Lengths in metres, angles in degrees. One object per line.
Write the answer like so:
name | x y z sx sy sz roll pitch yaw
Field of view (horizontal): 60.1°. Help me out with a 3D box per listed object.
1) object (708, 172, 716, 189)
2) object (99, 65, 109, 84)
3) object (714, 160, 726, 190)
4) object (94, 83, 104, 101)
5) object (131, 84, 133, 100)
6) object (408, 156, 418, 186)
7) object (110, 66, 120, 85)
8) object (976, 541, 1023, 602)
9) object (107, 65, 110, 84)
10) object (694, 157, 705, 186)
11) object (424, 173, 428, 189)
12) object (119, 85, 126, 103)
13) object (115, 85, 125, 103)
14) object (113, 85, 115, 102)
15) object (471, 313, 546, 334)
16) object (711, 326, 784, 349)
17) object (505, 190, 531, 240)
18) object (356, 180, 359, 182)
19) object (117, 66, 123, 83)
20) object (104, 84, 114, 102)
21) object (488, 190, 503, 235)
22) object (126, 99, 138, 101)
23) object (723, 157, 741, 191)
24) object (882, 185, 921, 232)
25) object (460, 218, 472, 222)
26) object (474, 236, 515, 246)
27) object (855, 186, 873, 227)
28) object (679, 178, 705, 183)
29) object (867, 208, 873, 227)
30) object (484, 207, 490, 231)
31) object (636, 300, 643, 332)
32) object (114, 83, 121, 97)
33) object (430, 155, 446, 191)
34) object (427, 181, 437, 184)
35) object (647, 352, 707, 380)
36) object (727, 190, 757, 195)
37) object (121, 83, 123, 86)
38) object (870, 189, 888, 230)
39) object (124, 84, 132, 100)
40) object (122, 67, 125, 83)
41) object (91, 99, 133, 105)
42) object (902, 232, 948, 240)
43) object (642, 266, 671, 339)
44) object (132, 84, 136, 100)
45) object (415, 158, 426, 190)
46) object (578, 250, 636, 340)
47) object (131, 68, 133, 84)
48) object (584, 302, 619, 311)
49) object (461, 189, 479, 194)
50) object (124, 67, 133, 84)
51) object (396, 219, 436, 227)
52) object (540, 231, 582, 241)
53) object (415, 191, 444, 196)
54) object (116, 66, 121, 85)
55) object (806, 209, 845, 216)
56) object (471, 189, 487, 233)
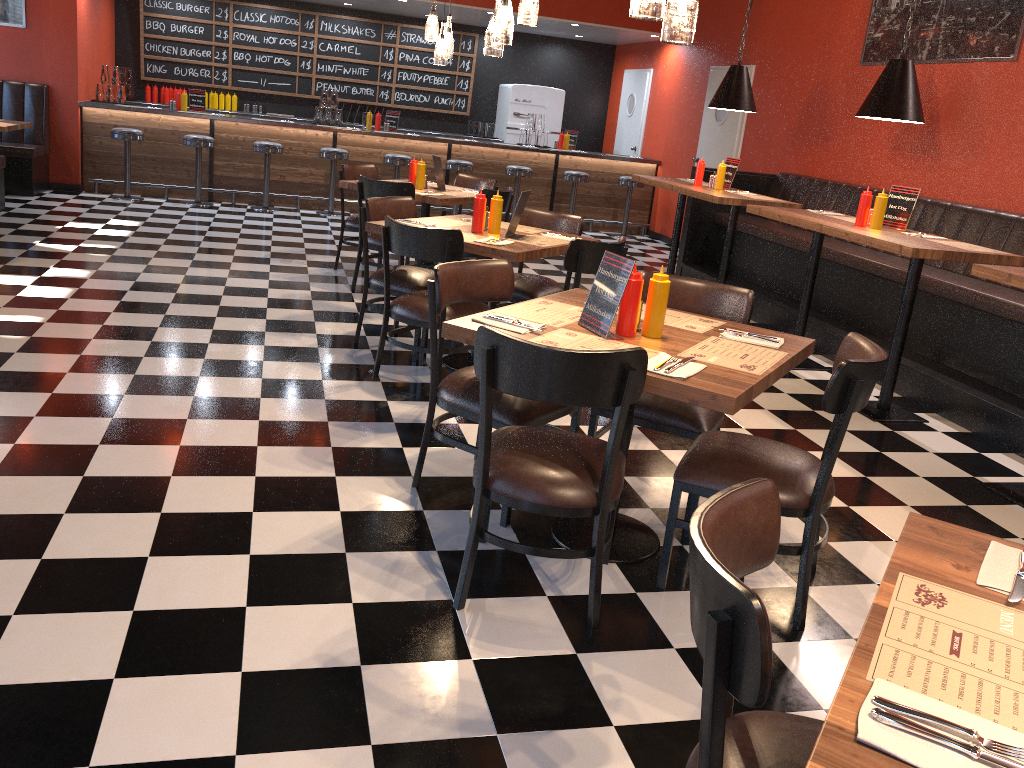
object | 1.659 -1.678 7.287 0.047 0.134 0.095 0 17 -24
object | -4.718 -3.577 10.237 0.105 0.206 0.106 -3 18 -30
object | 1.688 -1.691 7.164 0.068 0.235 0.068 -6 20 -39
object | -4.790 -3.380 10.277 0.105 0.206 0.106 -3 18 -30
object | -5.100 -3.886 11.793 0.105 0.206 0.106 -3 18 -30
object | -0.767 -1.647 6.882 0.068 0.235 0.068 14 17 26
object | -4.601 -3.569 10.257 0.105 0.206 0.106 -3 18 -30
object | 0.879 0.329 1.494 0.158 0.019 0.256 17 20 31
object | -4.744 -3.605 10.320 0.105 0.206 0.106 -3 18 -30
object | 1.556 -1.759 7.333 0.068 0.235 0.068 -6 20 -39
object | -0.687 -1.603 6.942 0.047 0.134 0.095 -1 17 -25
object | -4.601 -3.405 10.427 0.105 0.206 0.106 -3 18 -30
object | -4.562 -3.368 10.321 0.105 0.206 0.106 -3 18 -30
object | -4.715 -3.408 10.395 0.105 0.206 0.106 -3 18 -30
object | 0.009 -0.199 2.875 0.256 0.019 0.158 17 20 31
object | 0.810 -0.168 3.069 0.256 0.019 0.159 13 18 22
object | 0.033 -0.929 4.834 0.072 0.254 0.190 10 16 13
object | -1.074 -1.573 6.901 0.256 0.019 0.158 17 20 32
object | -5.168 -4.066 11.648 0.105 0.206 0.106 -3 18 -30
object | -4.682 -3.373 10.296 0.105 0.206 0.106 -3 18 -30
object | -0.088 -0.945 4.871 0.068 0.235 0.068 4 15 -10
object | -5.152 -3.788 11.783 0.272 0.018 0.442 2 18 -15
object | 1.791 -1.744 7.340 0.072 0.254 0.190 0 17 -23
object | 2.329 -1.060 5.335 0.072 0.254 0.190 -4 19 -35
object | -0.204 -0.993 5.352 0.158 0.019 0.256 17 20 30
object | -0.082 -0.749 4.612 0.158 0.019 0.257 13 18 21
object | 2.099 -1.057 5.275 0.068 0.235 0.068 8 15 4
object | 1.588 -1.832 7.947 0.255 0.019 0.159 1 18 -18
object | 2.179 -1.013 5.335 0.047 0.134 0.095 -1 17 -25
object | -0.145 -0.928 4.969 0.047 0.134 0.094 17 19 33
object | 0.407 -0.252 2.997 0.047 0.134 0.095 -1 17 -25
object | -5.181 -3.848 11.641 0.105 0.206 0.106 -3 18 -30
object | -0.571 -1.653 6.941 0.072 0.254 0.190 -1 17 -25
object | -0.733 -1.675 7.355 0.158 0.019 0.256 17 20 30
object | 0.477 -0.061 2.602 0.158 0.019 0.257 16 19 27
object | 1.812 -1.528 7.052 0.255 0.019 0.159 1 18 -18
object | -5.203 -3.887 11.757 0.105 0.206 0.106 -3 18 -30
object | 2.163 -1.030 5.210 0.068 0.235 0.068 5 15 -7
object | -5.071 -3.849 11.682 0.105 0.206 0.106 -3 18 -30
object | -5.185 -4.103 11.761 0.105 0.206 0.106 -3 18 -30
object | -4.692 -3.300 10.381 0.436 0.018 0.276 2 18 -15
object | 2.365 -0.862 5.111 0.255 0.019 0.159 1 18 -18
object | 0.477 -0.272 2.913 0.068 0.235 0.068 4 15 -10
object | -5.116 -3.922 11.903 0.105 0.206 0.106 -3 18 -30
object | -0.703 -1.620 6.818 0.068 0.235 0.068 6 15 -1
object | 0.306 -0.294 2.888 0.072 0.254 0.190 -1 17 -25
object | -5.098 -4.102 11.789 0.105 0.206 0.106 -3 18 -30
object | 0.377 -0.306 3.355 0.158 0.019 0.256 16 20 29
object | -0.306 -1.523 7.021 0.256 0.019 0.159 14 19 23
object | -5.061 -4.065 11.683 0.105 0.206 0.106 -3 18 -30
object | -0.526 -0.890 4.904 0.256 0.019 0.158 16 19 27
object | 0.262 -0.845 5.046 0.256 0.019 0.158 16 20 29
object | -0.606 -1.418 6.572 0.158 0.019 0.257 16 20 28
object | -4.634 -3.605 10.359 0.105 0.206 0.106 -3 18 -30
object | 2.109 -1.168 6.004 0.255 0.019 0.159 1 18 -18
object | -0.179 -0.948 4.848 0.068 0.235 0.068 4 15 -10
